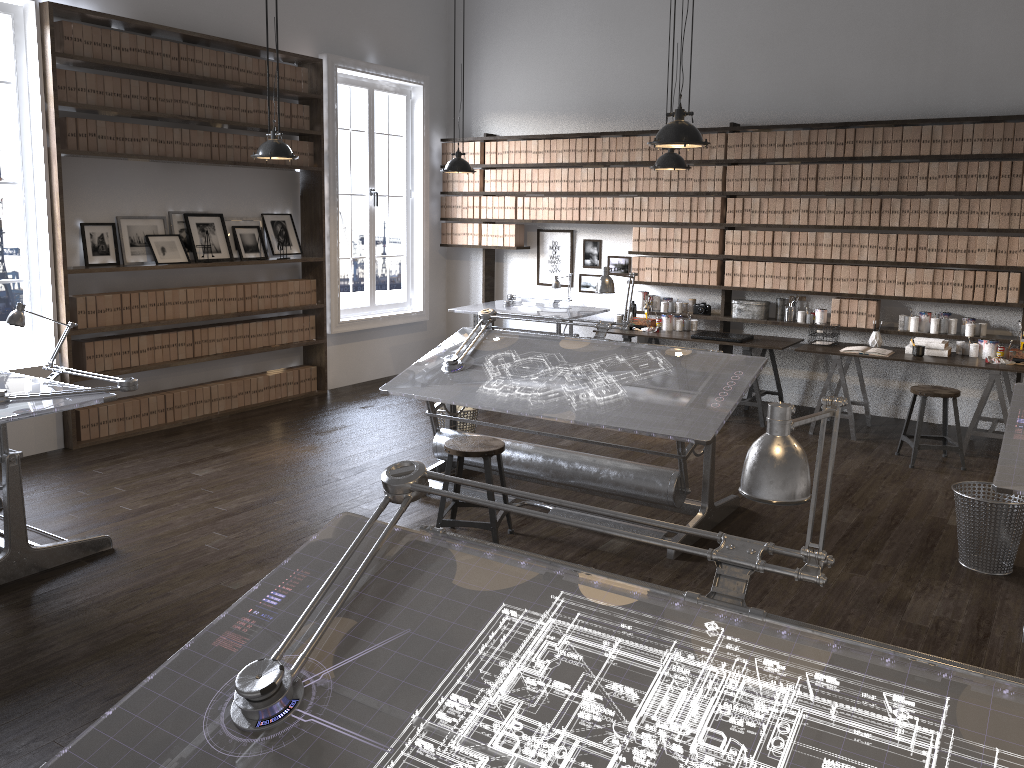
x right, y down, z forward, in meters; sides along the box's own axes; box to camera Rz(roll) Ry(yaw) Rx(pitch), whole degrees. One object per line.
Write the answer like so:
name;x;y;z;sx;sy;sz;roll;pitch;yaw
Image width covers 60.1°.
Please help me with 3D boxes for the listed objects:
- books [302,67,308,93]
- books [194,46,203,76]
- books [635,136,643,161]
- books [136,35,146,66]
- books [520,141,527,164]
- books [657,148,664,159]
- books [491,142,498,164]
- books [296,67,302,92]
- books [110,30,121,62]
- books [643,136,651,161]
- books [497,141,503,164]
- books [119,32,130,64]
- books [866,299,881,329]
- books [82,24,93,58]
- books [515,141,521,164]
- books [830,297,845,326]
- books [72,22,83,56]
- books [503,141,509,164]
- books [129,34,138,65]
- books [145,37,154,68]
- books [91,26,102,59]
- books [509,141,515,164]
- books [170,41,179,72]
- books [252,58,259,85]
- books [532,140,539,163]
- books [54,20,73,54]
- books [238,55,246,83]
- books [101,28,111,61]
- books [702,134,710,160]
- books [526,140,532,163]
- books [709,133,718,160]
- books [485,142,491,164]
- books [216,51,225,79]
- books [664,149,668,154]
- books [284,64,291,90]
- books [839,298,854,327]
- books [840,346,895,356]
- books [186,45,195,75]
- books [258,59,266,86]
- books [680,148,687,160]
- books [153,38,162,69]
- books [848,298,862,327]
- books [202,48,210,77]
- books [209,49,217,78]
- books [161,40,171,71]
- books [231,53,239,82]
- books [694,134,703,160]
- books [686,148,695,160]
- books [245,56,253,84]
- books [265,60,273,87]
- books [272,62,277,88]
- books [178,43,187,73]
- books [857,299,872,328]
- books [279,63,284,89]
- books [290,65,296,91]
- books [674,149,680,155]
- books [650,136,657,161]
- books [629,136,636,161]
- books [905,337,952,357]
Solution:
books;-1.882;-2.666;7.810;0.175;0.224;0.067;7;10;33
books;-2.488;-2.496;6.880;0.175;0.224;0.067;7;10;32
books;1.205;-2.157;8.148;0.067;0.224;0.175;6;11;32
books;-2.757;-2.420;6.468;0.175;0.224;0.067;7;10;32
books;0.159;-2.301;8.814;0.067;0.224;0.175;6;11;32
books;1.385;-2.133;8.037;0.067;0.224;0.175;6;11;32
books;-0.138;-2.343;9.005;0.067;0.224;0.175;6;11;32
books;-1.924;-2.656;7.753;0.175;0.224;0.067;7;10;32
books;-2.868;-2.390;6.301;0.175;0.224;0.067;7;10;32
books;1.265;-2.149;8.107;0.067;0.224;0.175;6;11;32
books;-0.072;-2.335;8.969;0.067;0.224;0.175;6;11;32
books;-2.830;-2.401;6.362;0.175;0.224;0.067;7;10;33
books;2.946;-0.571;7.214;0.067;0.224;0.175;6;11;32
books;-2.984;-2.358;6.127;0.175;0.224;0.067;7;10;32
books;0.106;-2.310;8.855;0.067;0.224;0.175;6;11;32
books;2.708;-0.602;7.359;0.067;0.224;0.175;6;11;32
books;-3.021;-2.346;6.065;0.175;0.224;0.067;7;10;32
books;-0.015;-2.326;8.927;0.067;0.224;0.175;6;11;32
books;-2.798;-2.411;6.415;0.175;0.224;0.067;7;10;33
books;-2.726;-2.431;6.528;0.175;0.224;0.067;7;10;33
books;-2.949;-2.369;6.187;0.175;0.224;0.067;7;10;33
books;0.046;-2.318;8.893;0.067;0.224;0.175;6;11;32
books;-2.610;-2.464;6.705;0.175;0.224;0.067;7;10;32
books;-2.187;-2.582;7.354;0.175;0.224;0.067;7;10;32
books;0.270;-2.287;8.746;0.067;0.224;0.175;6;11;32
books;-3.060;-2.335;6.005;0.175;0.224;0.067;7;10;33
books;-2.258;-2.560;7.231;0.175;0.224;0.067;7;10;33
books;-2.910;-2.379;6.244;0.175;0.224;0.067;7;10;33
books;1.740;-2.084;7.810;0.067;0.224;0.175;6;11;32
books;0.218;-2.294;8.782;0.067;0.224;0.175;6;11;32
books;1.796;-2.076;7.769;0.067;0.224;0.175;6;11;32
books;-0.198;-2.352;9.050;0.067;0.224;0.175;6;11;32
books;-2.377;-2.529;7.059;0.175;0.224;0.067;7;10;33
books;1.442;-2.125;7.996;0.067;0.224;0.175;6;11;32
books;-1.995;-2.634;7.635;0.175;0.224;0.067;7;10;33
books;2.767;-0.595;7.328;0.067;0.224;0.175;6;11;32
books;2.726;-0.257;6.794;0.355;0.029;0.257;8;13;32
books;-2.529;-2.486;6.829;0.175;0.224;0.067;7;10;32
books;-2.147;-2.593;7.411;0.175;0.224;0.067;7;10;32
books;1.561;-2.107;7.915;0.067;0.224;0.175;6;11;32
books;-2.687;-2.442;6.587;0.175;0.224;0.067;7;10;33
books;2.827;-0.587;7.290;0.067;0.224;0.175;6;11;32
books;-2.451;-2.507;6.942;0.175;0.224;0.067;7;10;32
books;-2.416;-2.518;7.002;0.175;0.224;0.067;7;10;33
books;-2.645;-2.452;6.643;0.175;0.224;0.067;7;10;32
books;-2.297;-2.549;7.171;0.175;0.224;0.067;7;10;32
books;1.680;-2.092;7.846;0.067;0.224;0.175;6;11;32
books;1.617;-2.101;7.885;0.067;0.224;0.175;6;11;32
books;-2.221;-2.571;7.293;0.175;0.224;0.067;7;10;33
books;-2.106;-2.603;7.467;0.175;0.224;0.067;7;10;33
books;-2.068;-2.614;7.528;0.175;0.224;0.067;7;10;32
books;-2.565;-2.475;6.764;0.175;0.224;0.067;7;10;33
books;2.884;-0.578;7.249;0.067;0.224;0.175;6;11;32
books;-2.035;-2.624;7.582;0.175;0.224;0.067;7;10;32
books;-1.963;-2.645;7.694;0.175;0.224;0.067;7;10;32
books;1.501;-2.116;7.954;0.067;0.224;0.175;6;11;32
books;1.326;-2.141;8.073;0.067;0.224;0.175;6;11;32
books;1.153;-2.165;8.183;0.067;0.224;0.175;6;11;32
books;3.156;-0.293;6.721;0.295;0.146;0.387;7;12;32
